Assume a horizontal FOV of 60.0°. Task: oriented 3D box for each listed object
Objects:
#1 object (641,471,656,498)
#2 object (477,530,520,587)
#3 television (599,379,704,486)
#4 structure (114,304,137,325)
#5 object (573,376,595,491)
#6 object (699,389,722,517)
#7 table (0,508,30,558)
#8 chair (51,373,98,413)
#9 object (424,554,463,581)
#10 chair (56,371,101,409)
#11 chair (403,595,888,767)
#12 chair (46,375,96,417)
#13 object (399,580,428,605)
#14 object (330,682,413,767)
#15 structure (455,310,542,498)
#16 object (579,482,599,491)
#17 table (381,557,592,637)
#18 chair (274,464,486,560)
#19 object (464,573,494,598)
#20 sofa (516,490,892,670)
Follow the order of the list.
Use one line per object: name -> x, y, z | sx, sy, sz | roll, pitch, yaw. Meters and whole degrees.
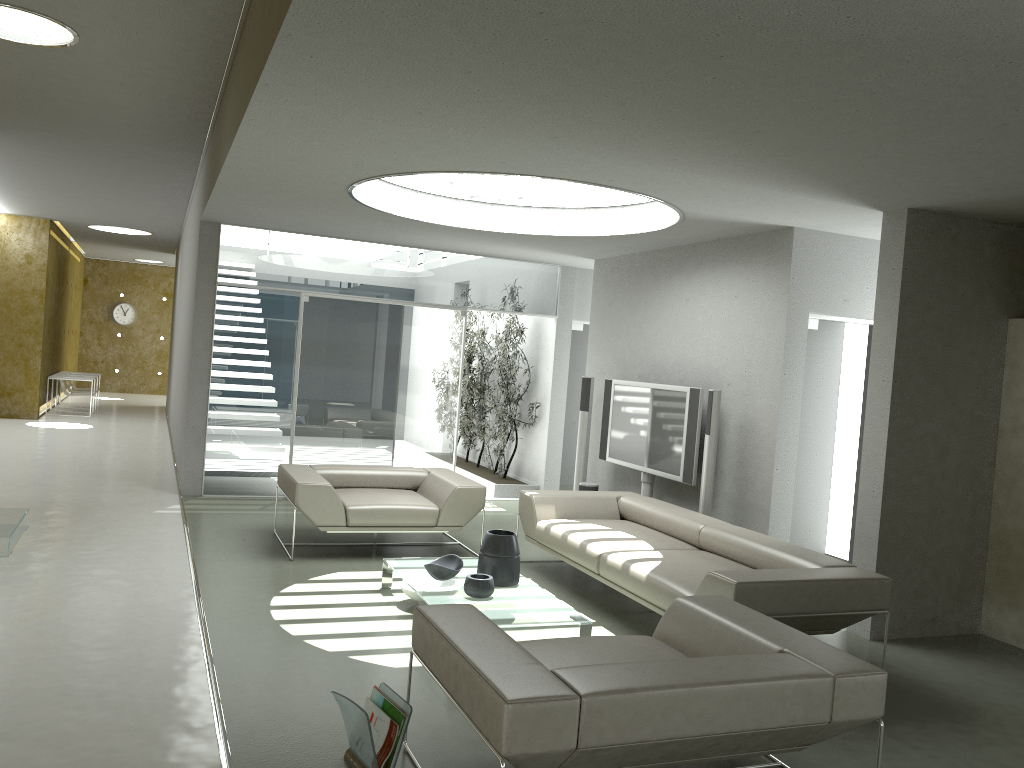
object -> 1.113, 1.112, 7.788 | 0.323, 0.689, 0.882 | 4, 2, -22
object -> -0.077, 1.071, 5.478 | 0.265, 0.309, 0.265 | 3, 2, -39
television -> 1.219, 0.383, 7.789 | 0.127, 0.781, 1.603 | 4, 2, -22
structure -> -9.681, -1.744, 22.191 | 0.547, 0.539, 0.016 | 4, 2, -22
object -> 0.710, 0.661, 8.838 | 0.310, 1.469, 0.310 | 5, 2, 5
object -> 1.487, 0.777, 6.741 | 0.310, 1.469, 0.310 | 6, 2, 45
table -> -3.589, 1.004, 5.541 | 0.900, 0.300, 0.900 | 4, 2, -22
chair -> -8.227, 0.166, 16.703 | 0.710, 0.667, 0.800 | 4, 2, -22
object -> -0.421, 1.138, 5.452 | 0.223, 0.125, 0.317 | 5, 2, 14
chair -> -8.548, 0.120, 17.496 | 0.710, 0.667, 0.800 | 4, 2, -22
chair -> 0.451, 1.231, 3.364 | 1.481, 0.583, 1.039 | 4, 2, -22
chair -> -7.906, 0.212, 15.911 | 0.710, 0.667, 0.800 | 4, 2, -22
object -> -0.519, 1.328, 5.584 | 0.387, 0.124, 0.387 | 6, 2, 40
object -> -0.534, 1.305, 3.296 | 0.216, 0.288, 0.329 | 3, 2, -32
structure -> -0.486, -0.067, 11.651 | 0.646, 2.589, 3.371 | 4, 2, -23
object -> 0.712, 1.178, 8.449 | 0.175, 0.461, 0.185 | 4, 2, -28
table -> -0.218, 1.319, 5.344 | 0.790, 0.200, 1.500 | 4, 2, -22
chair -> -1.085, 1.012, 7.158 | 1.481, 0.583, 1.039 | 4, 2, -22
object -> -0.190, 1.170, 5.131 | 0.177, 0.113, 0.177 | 3, 2, -41
sofa -> 1.017, 1.207, 5.833 | 1.037, 0.585, 2.791 | 4, 2, -22
